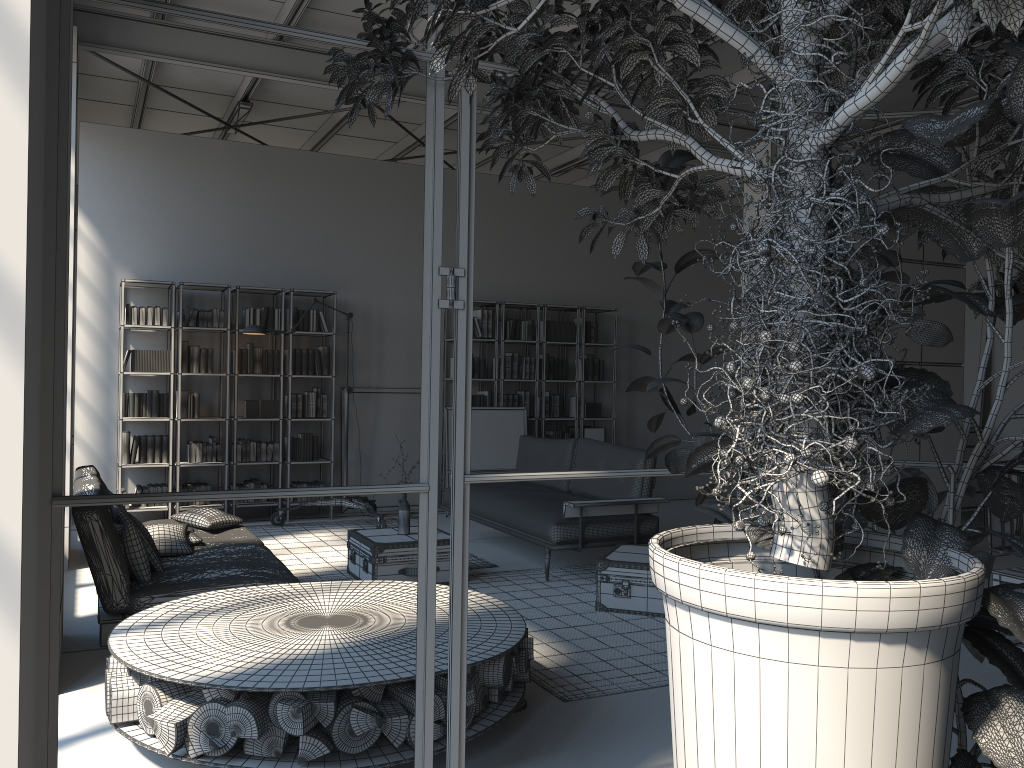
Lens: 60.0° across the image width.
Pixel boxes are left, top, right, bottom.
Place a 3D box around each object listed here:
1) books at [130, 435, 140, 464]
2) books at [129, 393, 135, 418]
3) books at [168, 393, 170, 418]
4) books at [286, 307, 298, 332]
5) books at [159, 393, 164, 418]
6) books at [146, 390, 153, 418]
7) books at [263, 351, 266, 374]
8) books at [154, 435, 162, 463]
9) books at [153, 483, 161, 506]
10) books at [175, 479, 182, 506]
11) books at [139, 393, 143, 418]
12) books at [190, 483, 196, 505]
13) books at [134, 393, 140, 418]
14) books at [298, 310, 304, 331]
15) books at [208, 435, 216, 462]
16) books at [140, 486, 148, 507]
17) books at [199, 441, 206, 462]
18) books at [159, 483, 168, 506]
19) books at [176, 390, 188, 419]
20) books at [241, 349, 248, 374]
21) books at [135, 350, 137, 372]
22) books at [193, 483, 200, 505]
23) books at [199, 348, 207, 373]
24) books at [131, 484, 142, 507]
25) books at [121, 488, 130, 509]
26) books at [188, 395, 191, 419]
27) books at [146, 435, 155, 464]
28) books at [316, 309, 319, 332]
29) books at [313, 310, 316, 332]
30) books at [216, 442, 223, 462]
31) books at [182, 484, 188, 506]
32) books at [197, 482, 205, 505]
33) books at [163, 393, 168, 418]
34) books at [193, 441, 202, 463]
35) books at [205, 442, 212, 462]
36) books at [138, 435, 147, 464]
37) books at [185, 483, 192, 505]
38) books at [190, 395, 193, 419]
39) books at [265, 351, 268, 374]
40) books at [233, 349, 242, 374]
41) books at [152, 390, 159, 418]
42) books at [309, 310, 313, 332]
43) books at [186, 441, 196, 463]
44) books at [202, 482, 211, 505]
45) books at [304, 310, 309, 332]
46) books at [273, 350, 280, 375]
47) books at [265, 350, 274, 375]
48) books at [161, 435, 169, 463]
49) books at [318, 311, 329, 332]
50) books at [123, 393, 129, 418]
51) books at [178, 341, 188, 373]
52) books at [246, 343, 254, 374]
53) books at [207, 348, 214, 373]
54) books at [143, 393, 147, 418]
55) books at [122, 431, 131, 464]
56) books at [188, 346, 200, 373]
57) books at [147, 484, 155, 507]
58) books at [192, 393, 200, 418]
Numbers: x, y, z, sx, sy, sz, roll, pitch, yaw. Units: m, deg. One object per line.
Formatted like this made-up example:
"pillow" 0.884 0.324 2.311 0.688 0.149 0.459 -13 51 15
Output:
"books" -3.499 0.610 8.216 0.084 0.267 0.193 1 0 -27
"books" -3.546 0.203 8.275 0.040 0.240 0.174 1 0 -26
"books" -3.249 0.208 8.417 0.040 0.240 0.174 1 0 -26
"books" -2.179 -0.632 8.784 0.083 0.242 0.178 1 0 -26
"books" -3.320 0.207 8.383 0.040 0.240 0.174 1 0 -26
"books" -3.410 0.191 8.335 0.047 0.270 0.182 1 0 -26
"books" -2.446 -0.205 8.705 0.022 0.226 0.163 1 0 -26
"books" -3.323 0.612 8.315 0.062 0.265 0.193 1 0 -26
"books" -3.358 1.050 8.387 0.056 0.197 0.271 1 0 -26
"books" -3.162 1.025 8.410 0.036 0.247 0.304 1 0 -26
"books" -3.481 0.203 8.316 0.033 0.240 0.156 1 0 -26
"books" -3.059 1.052 8.480 0.030 0.192 0.277 1 0 -26
"books" -3.510 0.204 8.292 0.040 0.240 0.174 1 0 -26
"books" -2.110 -0.621 8.814 0.052 0.223 0.164 1 0 -26
"books" -2.895 0.627 8.561 0.036 0.244 0.302 1 0 -26
"books" -3.458 1.058 8.327 0.061 0.179 0.247 1 0 -26
"books" -2.970 0.649 8.512 0.037 0.190 0.264 1 0 -26
"books" -3.307 1.050 8.411 0.056 0.197 0.271 1 0 -26
"books" -3.090 0.191 8.306 0.091 0.266 0.195 1 0 -26
"books" -2.623 -0.217 8.655 0.057 0.244 0.178 1 0 -26
"books" -3.462 -0.210 8.153 0.014 0.207 0.157 1 0 -26
"books" -3.024 1.052 8.489 0.040 0.196 0.262 1 0 -26
"books" -2.927 -0.214 8.394 0.057 0.244 0.180 1 0 -26
"books" -3.515 1.047 8.302 0.089 0.183 0.269 1 0 -24
"books" -3.543 1.050 8.120 0.067 0.174 0.240 1 0 -27
"books" -3.030 0.212 8.308 0.022 0.227 0.165 1 0 -26
"books" -3.380 0.611 8.283 0.062 0.265 0.193 1 0 -26
"books" -1.970 -0.623 8.883 0.022 0.236 0.186 1 0 -26
"books" -1.994 -0.621 8.871 0.032 0.231 0.179 1 0 -26
"books" -2.848 0.661 8.579 0.061 0.177 0.246 1 0 -26
"books" -3.126 1.057 8.438 0.048 0.182 0.258 1 0 -26
"books" -2.988 1.053 8.516 0.049 0.195 0.279 1 0 -26
"books" -3.285 0.208 8.401 0.040 0.240 0.174 1 0 -26
"books" -3.013 0.648 8.488 0.056 0.195 0.270 1 0 -26
"books" -2.931 0.659 8.533 0.048 0.180 0.257 1 0 -26
"books" -3.443 0.610 8.266 0.062 0.265 0.193 1 0 -26
"books" -3.085 1.049 8.461 0.037 0.192 0.265 1 0 -26
"books" -3.010 0.213 8.319 0.022 0.227 0.165 1 0 -26
"books" -2.426 -0.205 8.715 0.022 0.226 0.163 1 0 -26
"books" -2.672 -0.218 8.620 0.057 0.244 0.178 1 0 -26
"books" -3.361 0.193 8.351 0.056 0.270 0.195 1 0 -26
"books" -2.023 -0.622 8.858 0.032 0.231 0.179 1 0 -26
"books" -3.063 0.647 8.463 0.056 0.195 0.270 1 0 -26
"books" -2.945 1.054 8.537 0.047 0.192 0.279 1 0 -26
"books" -2.066 -0.620 8.846 0.052 0.223 0.164 1 0 -26
"books" -2.348 -0.213 8.788 0.057 0.244 0.178 1 0 -26
"books" -2.397 -0.213 8.752 0.057 0.244 0.178 1 0 -26
"books" -3.268 0.613 8.349 0.062 0.265 0.193 1 0 -26
"books" -1.913 -0.617 8.910 0.107 0.229 0.184 1 0 -26
"books" -3.601 0.203 8.247 0.045 0.241 0.174 1 0 -14
"books" -3.078 -0.249 8.302 0.071 0.304 0.224 1 0 -26
"books" -2.553 -0.248 8.641 0.038 0.303 0.222 1 0 -26
"books" -2.878 -0.213 8.430 0.057 0.244 0.180 1 0 -26
"books" -3.452 0.204 8.330 0.033 0.240 0.156 1 0 -26
"books" -3.566 0.587 8.184 0.071 0.303 0.222 1 0 -26
"books" -3.002 -0.226 8.361 0.091 0.266 0.195 1 0 -26
"books" -3.408 1.049 8.362 0.056 0.197 0.271 1 0 -26
"books" -2.981 0.204 8.356 0.057 0.244 0.180 1 0 -26
